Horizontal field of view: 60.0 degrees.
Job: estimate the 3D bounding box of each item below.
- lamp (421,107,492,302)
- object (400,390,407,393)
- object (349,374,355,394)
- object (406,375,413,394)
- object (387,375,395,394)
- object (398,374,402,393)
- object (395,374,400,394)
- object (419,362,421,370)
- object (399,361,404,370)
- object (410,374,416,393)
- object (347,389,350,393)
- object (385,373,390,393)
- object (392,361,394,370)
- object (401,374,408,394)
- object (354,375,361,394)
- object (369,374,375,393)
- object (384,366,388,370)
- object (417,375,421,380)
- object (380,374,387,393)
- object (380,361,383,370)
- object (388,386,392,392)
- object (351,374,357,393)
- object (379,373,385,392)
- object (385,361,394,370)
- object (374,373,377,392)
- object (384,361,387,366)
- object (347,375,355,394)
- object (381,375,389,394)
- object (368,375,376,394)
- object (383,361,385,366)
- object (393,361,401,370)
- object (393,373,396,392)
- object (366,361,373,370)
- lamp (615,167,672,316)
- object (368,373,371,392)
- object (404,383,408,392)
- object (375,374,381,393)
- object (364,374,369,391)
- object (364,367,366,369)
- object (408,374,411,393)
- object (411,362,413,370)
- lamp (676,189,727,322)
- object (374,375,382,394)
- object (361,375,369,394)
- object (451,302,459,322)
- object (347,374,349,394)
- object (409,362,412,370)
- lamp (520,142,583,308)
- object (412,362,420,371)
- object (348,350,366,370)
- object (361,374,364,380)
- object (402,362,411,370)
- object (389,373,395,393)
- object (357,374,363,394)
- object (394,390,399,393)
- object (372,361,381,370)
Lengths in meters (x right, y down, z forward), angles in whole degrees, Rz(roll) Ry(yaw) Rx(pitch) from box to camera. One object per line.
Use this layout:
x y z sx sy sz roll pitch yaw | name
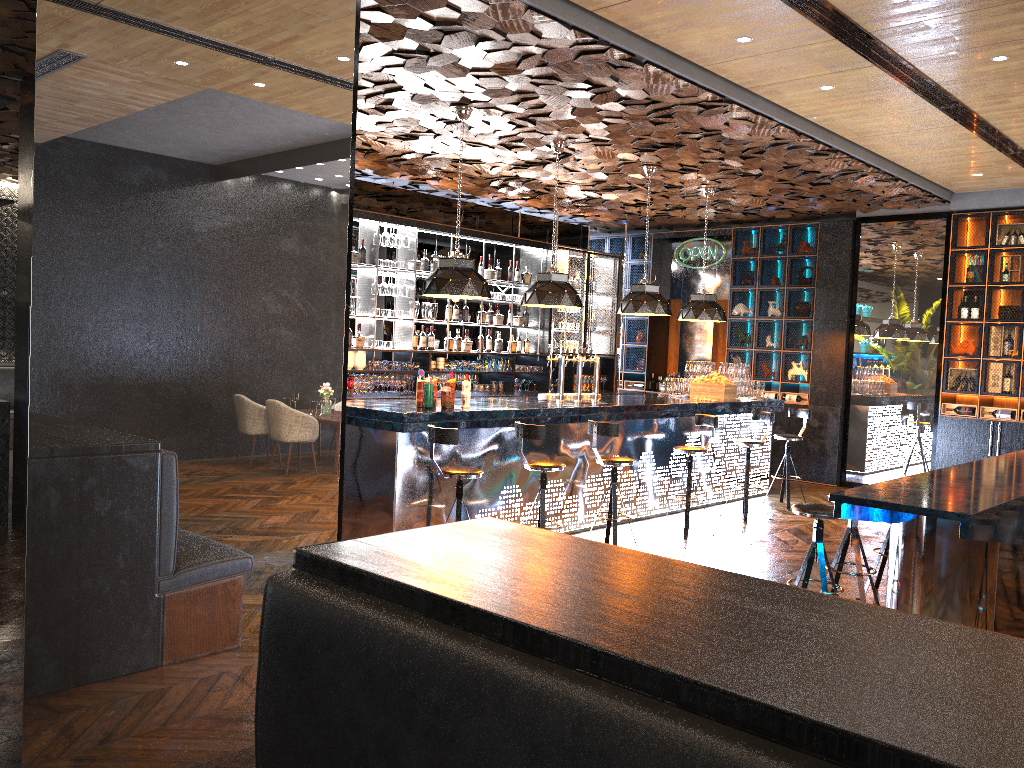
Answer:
-0.439 -1.492 7.445 0.607 1.606 0.582 5 3 43 | lamp
-1.275 -0.006 10.479 0.092 0.218 0.092 3 3 3 | object
-1.773 0.001 9.884 0.082 0.213 0.082 3 3 19 | object
-1.207 0.001 10.394 0.092 0.218 0.092 3 3 3 | object
-1.386 0.004 10.166 0.084 0.216 0.084 2 3 -5 | object
-1.310 -0.006 10.355 0.071 0.226 0.071 3 3 15 | object
-1.330 -0.004 10.273 0.071 0.226 0.071 3 3 15 | object
-1.132 -0.212 10.532 0.095 0.096 0.095 1 3 -23 | object
-1.310 -0.216 10.402 0.093 0.099 0.093 3 3 14 | object
-1.176 -0.003 10.508 0.071 0.217 0.071 0 3 -39 | object
-1.835 -0.005 9.952 0.082 0.213 0.082 1 3 -26 | object
-1.458 -0.015 10.396 0.071 0.226 0.071 3 3 15 | object
-1.413 -0.219 10.365 0.093 0.099 0.093 4 3 30 | object
-1.251 -0.001 10.300 0.071 0.226 0.071 3 3 15 | object
-1.714 0.006 9.822 0.082 0.213 0.082 2 3 -18 | object
-1.607 -0.004 10.126 0.084 0.216 0.084 1 3 -35 | object
-1.441 -0.183 10.133 0.049 0.048 0.044 2 3 -5 | object
-1.105 0.000 10.527 0.071 0.217 0.071 0 3 -39 | object
-1.488 -0.005 10.258 0.084 0.216 0.084 2 3 -5 | object
-1.513 -0.210 10.097 0.089 0.100 0.100 2 3 -11 | object
-1.435 -0.014 10.502 0.092 0.218 0.092 3 3 3 | object
-1.772 -0.005 10.020 0.082 0.213 0.082 2 3 -15 | object
-1.522 -0.019 10.441 0.071 0.226 0.071 3 3 15 | object
-1.409 -0.212 10.216 0.109 0.100 0.109 4 3 26 | object
-1.585 -0.013 10.350 0.084 0.216 0.084 1 3 -25 | object
-1.490 -0.225 10.435 0.093 0.099 0.093 5 4 44 | object
-1.774 0.007 9.756 0.082 0.213 0.082 2 3 -18 | object
-1.448 0.004 10.100 0.084 0.216 0.084 1 3 -32 | object
-1.578 0.006 9.964 0.082 0.213 0.082 2 3 -17 | object
-1.525 -0.222 10.323 0.109 0.100 0.109 4 3 26 | object
-1.334 -0.212 10.292 0.093 0.099 0.093 1 3 -31 | object
-1.393 -0.014 10.549 0.092 0.218 0.092 3 3 3 | object
-1.616 -0.214 10.070 0.089 0.100 0.100 3 3 15 | object
1.451 -1.525 9.496 0.607 1.564 0.582 5 3 43 | lamp
-1.642 -0.013 10.279 0.084 0.216 0.084 5 3 42 | object
-1.267 -0.013 10.648 0.071 0.217 0.071 0 3 -39 | object
-1.542 -0.004 10.191 0.084 0.216 0.084 4 3 35 | object
-1.640 0.000 10.031 0.082 0.213 0.082 4 3 24 | object
-1.705 -0.221 10.152 0.100 0.100 0.089 0 3 -40 | object
-1.217 -0.008 10.586 0.071 0.217 0.071 0 3 -39 | object
-1.206 -0.219 10.608 0.095 0.096 0.095 2 3 -7 | object
2.310 -1.536 10.602 0.607 1.564 0.582 5 3 43 | lamp
-1.513 0.004 10.031 0.084 0.216 0.084 4 3 31 | object
-1.643 0.006 9.898 0.082 0.213 0.082 2 3 -14 | object
-0.714 -0.926 11.168 0.086 0.298 0.086 3 3 2 | object
-1.838 0.001 9.820 0.082 0.213 0.082 4 3 35 | object
-1.221 -0.214 10.483 0.095 0.096 0.095 5 3 43 | object
0.417 -1.530 8.552 0.607 1.564 0.582 5 3 43 | lamp
-1.127 -0.207 10.431 0.095 0.096 0.095 3 3 17 | object
-1.762 -0.270 9.860 0.149 0.216 0.309 5 3 40 | object
-1.705 -0.005 10.092 0.082 0.213 0.082 4 3 31 | object
-1.231 -0.209 10.334 0.093 0.099 0.093 1 3 -28 | object
-1.393 -0.009 10.329 0.071 0.226 0.071 3 3 15 | object
-1.705 0.001 9.959 0.082 0.213 0.082 4 3 22 | object
-1.360 -0.007 10.424 0.092 0.218 0.092 3 3 3 | object
-1.528 -0.207 9.999 0.100 0.100 0.089 0 3 -42 | object
